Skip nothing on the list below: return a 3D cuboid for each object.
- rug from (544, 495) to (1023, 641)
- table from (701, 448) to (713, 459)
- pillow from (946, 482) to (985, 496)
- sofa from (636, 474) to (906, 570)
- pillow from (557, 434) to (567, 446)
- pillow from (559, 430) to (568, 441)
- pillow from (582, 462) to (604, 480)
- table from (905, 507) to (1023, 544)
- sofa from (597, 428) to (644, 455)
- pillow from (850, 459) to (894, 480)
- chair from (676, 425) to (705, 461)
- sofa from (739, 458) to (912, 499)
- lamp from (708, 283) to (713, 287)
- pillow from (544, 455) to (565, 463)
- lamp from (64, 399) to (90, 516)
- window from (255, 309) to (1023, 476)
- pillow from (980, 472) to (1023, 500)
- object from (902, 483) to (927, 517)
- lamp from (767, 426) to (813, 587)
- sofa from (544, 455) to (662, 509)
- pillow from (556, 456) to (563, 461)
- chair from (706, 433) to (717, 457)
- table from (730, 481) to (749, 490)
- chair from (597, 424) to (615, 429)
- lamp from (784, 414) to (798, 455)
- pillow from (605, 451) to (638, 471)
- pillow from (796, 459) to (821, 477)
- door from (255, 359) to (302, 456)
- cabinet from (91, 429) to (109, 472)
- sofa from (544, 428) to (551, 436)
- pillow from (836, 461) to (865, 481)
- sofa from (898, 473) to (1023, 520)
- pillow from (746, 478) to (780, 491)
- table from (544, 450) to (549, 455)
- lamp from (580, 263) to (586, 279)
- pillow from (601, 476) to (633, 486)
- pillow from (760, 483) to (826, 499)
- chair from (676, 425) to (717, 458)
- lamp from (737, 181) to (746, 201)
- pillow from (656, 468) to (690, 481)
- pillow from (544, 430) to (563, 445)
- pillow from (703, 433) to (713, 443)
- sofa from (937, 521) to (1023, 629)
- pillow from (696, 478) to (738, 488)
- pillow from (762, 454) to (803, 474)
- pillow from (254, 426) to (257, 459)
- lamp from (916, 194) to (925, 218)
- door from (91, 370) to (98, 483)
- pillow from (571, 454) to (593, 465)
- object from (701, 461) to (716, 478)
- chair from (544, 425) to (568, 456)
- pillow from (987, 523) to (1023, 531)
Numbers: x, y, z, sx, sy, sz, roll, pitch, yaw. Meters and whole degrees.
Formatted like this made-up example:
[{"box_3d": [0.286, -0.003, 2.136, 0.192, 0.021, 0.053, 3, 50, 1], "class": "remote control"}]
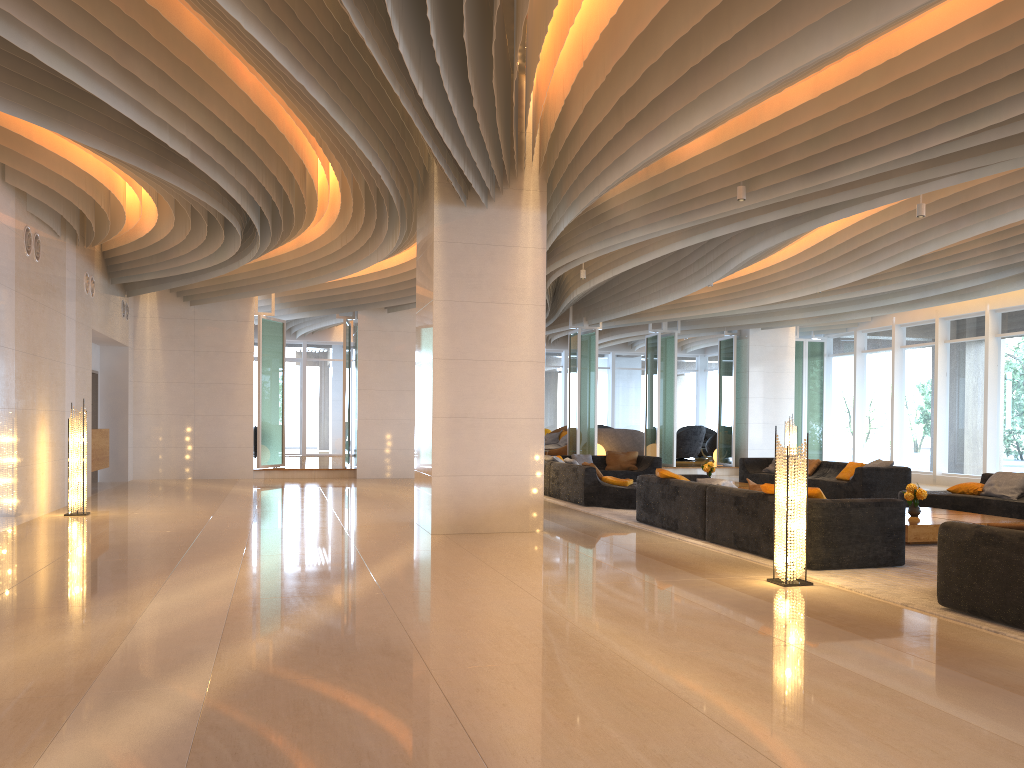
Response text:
[{"box_3d": [4.410, 1.682, 10.078, 5.563, 0.022, 16.078, 1, -3, -15], "class": "rug"}, {"box_3d": [6.218, 2.106, 26.882, 1.086, 0.318, 0.814, 1, -2, -9], "class": "table"}, {"box_3d": [6.105, 1.406, 11.849, 0.441, 0.193, 0.596, -1, -3, 39], "class": "pillow"}, {"box_3d": [2.407, 1.323, 9.144, 0.950, 0.582, 3.744, 1, -3, -15], "class": "sofa"}, {"box_3d": [1.452, 1.465, 23.416, 0.467, 0.409, 0.500, 1, -1, -13], "class": "pillow"}, {"box_3d": [1.465, 1.438, 23.837, 0.378, 0.422, 0.595, 1, -2, -37], "class": "pillow"}, {"box_3d": [1.235, 1.316, 13.153, 0.331, 0.311, 0.420, 1, -1, -14], "class": "pillow"}, {"box_3d": [4.491, 1.556, 9.766, 1.615, 0.220, 1.587, 1, -3, -15], "class": "table"}, {"box_3d": [2.716, 1.650, 24.015, 2.520, 0.901, 1.128, -1, -2, 34], "class": "sofa"}, {"box_3d": [5.713, 1.387, 14.109, 0.545, 0.378, 0.641, 0, -2, 7], "class": "pillow"}, {"box_3d": [4.832, 1.666, 25.054, 1.545, 1.005, 1.116, 2, -2, -43], "class": "chair"}, {"box_3d": [5.257, 1.629, 15.312, 0.950, 0.582, 3.744, 1, -3, -15], "class": "sofa"}, {"box_3d": [3.290, -2.371, 14.679, 0.088, 1.506, 0.090, 1, 1, 30], "class": "lamp"}, {"box_3d": [0.799, 1.383, 14.889, 0.552, 0.377, 0.644, 1, -2, -20], "class": "pillow"}, {"box_3d": [-5.418, 0.907, 11.060, 0.252, 1.451, 0.248, 0, 1, -16], "class": "lamp"}, {"box_3d": [8.018, 0.018, 13.202, 53.524, 3.221, 22.543, -2, -3, 40], "class": "window"}, {"box_3d": [6.339, 1.332, 11.379, 0.466, 0.416, 0.659, 1, -2, -15], "class": "pillow"}, {"box_3d": [4.369, 1.250, 9.623, 0.235, 0.377, 0.267, 1, 0, 7], "class": "object"}, {"box_3d": [2.119, 0.918, 6.742, 0.252, 1.198, 0.248, 0, 1, -16], "class": "lamp"}, {"box_3d": [1.895, 1.541, 14.916, 2.851, 0.653, 5.044, 1, -3, -15], "class": "sofa"}, {"box_3d": [0.758, 1.390, 15.226, 0.415, 0.335, 0.330, 0, -1, 40], "class": "pillow"}, {"box_3d": [6.400, 1.720, 25.896, 1.530, 1.006, 1.127, 1, -1, -13], "class": "chair"}, {"box_3d": [3.197, 1.764, 14.712, 1.615, 0.220, 1.587, 1, -3, -15], "class": "table"}, {"box_3d": [2.903, 1.691, 26.039, 1.542, 1.006, 1.118, 2, -1, -33], "class": "chair"}, {"box_3d": [5.543, 1.314, 17.630, 0.252, 1.451, 0.248, 0, 1, -16], "class": "lamp"}, {"box_3d": [2.138, 1.492, 17.261, 0.636, 0.378, 0.549, 0, -2, 6], "class": "pillow"}, {"box_3d": [5.261, 1.486, 15.774, 0.325, 0.312, 0.403, 1, -1, -17], "class": "pillow"}, {"box_3d": [-6.800, 0.676, 25.532, 1.472, 2.772, 0.059, 1, 1, -16], "class": "door"}, {"box_3d": [-6.992, 1.061, 14.415, 0.564, 0.662, 1.497, 1, -2, -15], "class": "cabinet"}, {"box_3d": [-0.069, 1.655, 24.745, 2.597, 0.901, 1.095, 2, -2, -26], "class": "sofa"}, {"box_3d": [5.569, 1.436, 14.597, 0.324, 0.312, 0.404, 1, -1, -13], "class": "pillow"}, {"box_3d": [6.326, 1.426, 10.546, 1.365, 0.582, 4.105, 1, -3, -16], "class": "sofa"}, {"box_3d": [2.511, 1.124, 8.503, 0.447, 0.410, 0.596, 1, -2, -13], "class": "pillow"}, {"box_3d": [0.510, 1.871, 22.942, 0.831, 0.318, 1.063, 2, -3, -34], "class": "table"}, {"box_3d": [1.133, -2.421, 14.048, 0.088, 1.506, 0.090, 1, 1, 30], "class": "lamp"}, {"box_3d": [1.542, 1.412, 12.922, 0.406, 0.136, 0.421, 0, -2, 18], "class": "pillow"}, {"box_3d": [2.602, 1.076, 7.865, 0.557, 0.378, 0.628, 2, -2, -37], "class": "pillow"}, {"box_3d": [5.900, 1.803, 27.860, 1.521, 1.006, 1.134, 1, -1, -3], "class": "chair"}, {"box_3d": [2.354, -2.632, 9.060, 0.090, 1.506, 0.088, 0, 1, -25], "class": "lamp"}, {"box_3d": [1.954, 1.180, 10.342, 0.545, 0.378, 0.641, 0, -2, 7], "class": "pillow"}, {"box_3d": [1.092, 1.459, 23.986, 0.610, 0.454, 0.480, 0, -1, 36], "class": "pillow"}, {"box_3d": [6.254, 1.717, 27.930, 0.500, 0.409, 0.467, 0, -1, 12], "class": "pillow"}, {"box_3d": [3.558, 1.173, 5.463, 1.367, 0.576, 2.233, 1, -2, -15], "class": "sofa"}, {"box_3d": [2.250, 1.205, 9.501, 0.424, 0.377, 0.582, 1, -2, -13], "class": "pillow"}, {"box_3d": [5.066, 1.492, 16.586, 0.557, 0.378, 0.628, 2, -2, -37], "class": "pillow"}, {"box_3d": [-6.300, 1.311, 19.669, 1.534, 1.006, 1.124, 1, -1, -18], "class": "pillow"}, {"box_3d": [4.479, -2.582, 9.690, 0.090, 1.506, 0.087, 0, 1, -42], "class": "lamp"}, {"box_3d": [-7.769, 0.782, 16.066, 0.249, 2.101, 1.392, 0, 0, -15], "class": "door"}, {"box_3d": [1.361, 1.501, 17.017, 0.411, 0.312, 0.319, 1, -1, -14], "class": "pillow"}, {"box_3d": [3.299, 1.475, 14.890, 0.234, 0.377, 0.268, 1, 0, 17], "class": "object"}, {"box_3d": [1.248, 1.569, 23.704, 1.153, 1.005, 1.496, 1, -2, -28], "class": "chair"}, {"box_3d": [3.241, 1.005, 5.352, 0.400, 0.392, 0.600, 1, -2, -13], "class": "pillow"}]
